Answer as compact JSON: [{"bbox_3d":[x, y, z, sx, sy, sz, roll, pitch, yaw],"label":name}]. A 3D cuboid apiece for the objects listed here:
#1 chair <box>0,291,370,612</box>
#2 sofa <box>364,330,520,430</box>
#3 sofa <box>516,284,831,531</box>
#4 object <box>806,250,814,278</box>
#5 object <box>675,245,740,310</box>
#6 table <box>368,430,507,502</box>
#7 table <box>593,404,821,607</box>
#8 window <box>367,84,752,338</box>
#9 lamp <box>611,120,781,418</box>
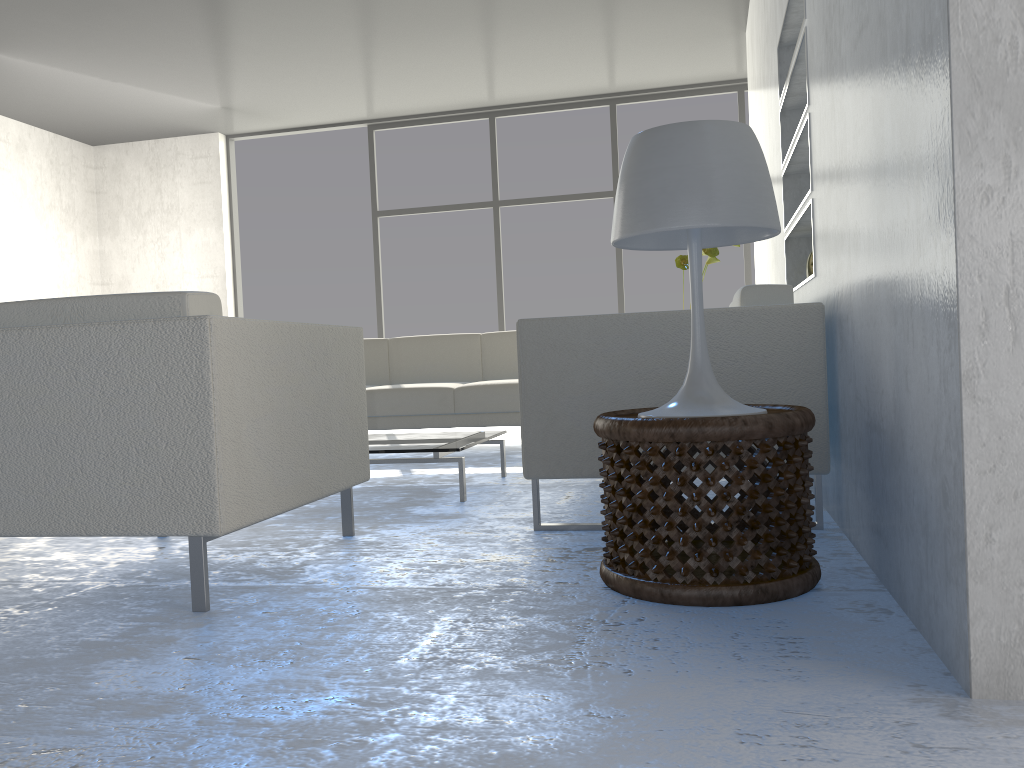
[{"bbox_3d":[-0.857,0.127,2.225,0.748,0.662,0.821,-2,1,12],"label":"chair"},{"bbox_3d":[-0.490,0.046,4.997,1.881,0.658,0.821,-2,1,12],"label":"sofa"},{"bbox_3d":[0.605,0.038,3.256,0.821,0.658,1.881,-2,1,12],"label":"sofa"},{"bbox_3d":[1.124,-0.436,3.245,0.088,0.179,0.163,-3,1,2],"label":"object"},{"bbox_3d":[0.873,-0.193,4.291,0.387,1.051,0.400,-1,2,40],"label":"object"},{"bbox_3d":[-0.473,0.316,3.459,0.773,0.190,0.730,-2,1,12],"label":"table"},{"bbox_3d":[0.405,0.234,1.864,0.452,0.358,0.452,-3,1,-13],"label":"table"},{"bbox_3d":[0.863,-0.971,6.885,4.080,2.477,0.037,-2,1,12],"label":"window"},{"bbox_3d":[0.385,-0.226,1.854,0.347,0.582,0.347,-3,1,-19],"label":"lamp"}]
